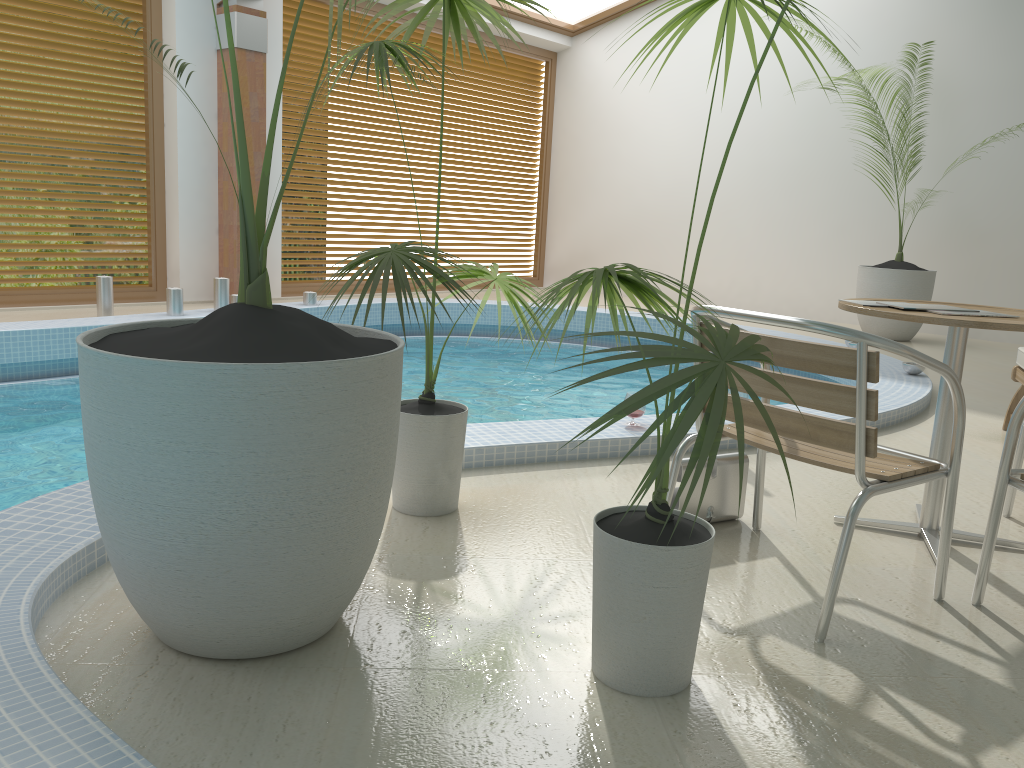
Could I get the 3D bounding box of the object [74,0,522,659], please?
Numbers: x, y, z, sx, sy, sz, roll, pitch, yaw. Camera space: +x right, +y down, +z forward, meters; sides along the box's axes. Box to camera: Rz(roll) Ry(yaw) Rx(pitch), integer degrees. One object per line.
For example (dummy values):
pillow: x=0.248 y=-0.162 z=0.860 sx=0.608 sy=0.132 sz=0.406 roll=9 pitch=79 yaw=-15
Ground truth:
object: x=-0.412 y=-0.948 z=1.891 sx=2.729 sy=2.960 sz=2.979 roll=-4 pitch=13 yaw=-32

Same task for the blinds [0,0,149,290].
blinds: x=-4.524 y=-2.025 z=6.372 sx=0.095 sy=2.921 sz=4.200 roll=12 pitch=14 yaw=40

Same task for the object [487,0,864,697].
object: x=0.400 y=-0.214 z=1.682 sx=0.791 sy=1.695 sz=1.059 roll=1 pitch=11 yaw=-14

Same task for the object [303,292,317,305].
object: x=-1.731 y=-0.733 z=7.601 sx=0.115 sy=0.107 sz=0.115 roll=3 pitch=11 yaw=-1

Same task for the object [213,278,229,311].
object: x=-2.232 y=-0.686 z=6.815 sx=0.115 sy=0.254 sz=0.115 roll=1 pitch=11 yaw=-9

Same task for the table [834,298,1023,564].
table: x=1.340 y=0.131 z=2.751 sx=0.700 sy=0.720 sz=0.700 roll=-3 pitch=12 yaw=-30

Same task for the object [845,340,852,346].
object: x=2.571 y=-0.297 z=6.663 sx=0.140 sy=0.069 sz=0.140 roll=5 pitch=11 yaw=9

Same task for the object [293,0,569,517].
object: x=-0.271 y=-0.457 z=2.764 sx=0.791 sy=1.695 sz=1.059 roll=9 pitch=12 yaw=27

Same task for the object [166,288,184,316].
object: x=-2.452 y=-0.598 z=6.451 sx=0.115 sy=0.194 sz=0.115 roll=1 pitch=11 yaw=-9

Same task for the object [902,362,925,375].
object: x=2.529 y=-0.093 z=5.586 sx=0.140 sy=0.069 sz=0.140 roll=5 pitch=11 yaw=9

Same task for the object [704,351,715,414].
object: x=0.869 y=-0.040 z=3.835 sx=0.109 sy=0.435 sz=0.109 roll=0 pitch=11 yaw=-14

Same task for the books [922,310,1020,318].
books: x=1.323 y=-0.210 z=2.601 sx=0.241 sy=0.004 sz=0.166 roll=2 pitch=11 yaw=-8

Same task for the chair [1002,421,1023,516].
chair: x=2.027 y=0.152 z=2.788 sx=0.563 sy=0.727 sz=0.618 roll=0 pitch=11 yaw=-17

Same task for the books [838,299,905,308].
books: x=1.155 y=-0.247 z=2.743 sx=0.241 sy=0.004 sz=0.166 roll=2 pitch=11 yaw=-8

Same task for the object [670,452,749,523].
object: x=0.615 y=0.332 z=2.816 sx=0.272 sy=0.223 sz=0.081 roll=-3 pitch=12 yaw=-29

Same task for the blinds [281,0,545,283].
blinds: x=-1.114 y=-2.575 z=10.245 sx=0.095 sy=2.921 sz=4.414 roll=12 pitch=14 yaw=40

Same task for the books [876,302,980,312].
books: x=1.243 y=-0.232 z=2.667 sx=0.241 sy=0.004 sz=0.166 roll=2 pitch=11 yaw=-8

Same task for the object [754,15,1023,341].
object: x=3.614 y=-1.840 z=7.736 sx=2.979 sy=2.960 sz=2.729 roll=4 pitch=11 yaw=5

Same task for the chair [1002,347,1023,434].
chair: x=3.283 y=-0.032 z=3.777 sx=1.903 sy=0.866 sz=0.861 roll=7 pitch=11 yaw=19

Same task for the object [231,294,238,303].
object: x=-2.179 y=-0.654 z=7.058 sx=0.115 sy=0.107 sz=0.115 roll=3 pitch=11 yaw=-1

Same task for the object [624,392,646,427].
object: x=0.518 y=0.106 z=3.775 sx=0.102 sy=0.137 sz=0.102 roll=-6 pitch=14 yaw=-40

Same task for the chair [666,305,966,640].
chair: x=0.787 y=0.165 z=2.361 sx=0.563 sy=0.727 sz=0.618 roll=-5 pitch=13 yaw=-36

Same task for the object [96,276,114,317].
object: x=-3.022 y=-0.638 z=6.583 sx=0.115 sy=0.320 sz=0.115 roll=3 pitch=11 yaw=-1

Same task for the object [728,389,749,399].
object: x=1.051 y=0.067 z=4.132 sx=0.102 sy=0.137 sz=0.102 roll=-6 pitch=14 yaw=-40

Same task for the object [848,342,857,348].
object: x=2.528 y=-0.266 z=6.488 sx=0.140 sy=0.069 sz=0.140 roll=5 pitch=11 yaw=9

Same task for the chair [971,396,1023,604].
chair: x=1.549 y=0.264 z=2.064 sx=0.618 sy=0.727 sz=0.563 roll=2 pitch=11 yaw=-7
